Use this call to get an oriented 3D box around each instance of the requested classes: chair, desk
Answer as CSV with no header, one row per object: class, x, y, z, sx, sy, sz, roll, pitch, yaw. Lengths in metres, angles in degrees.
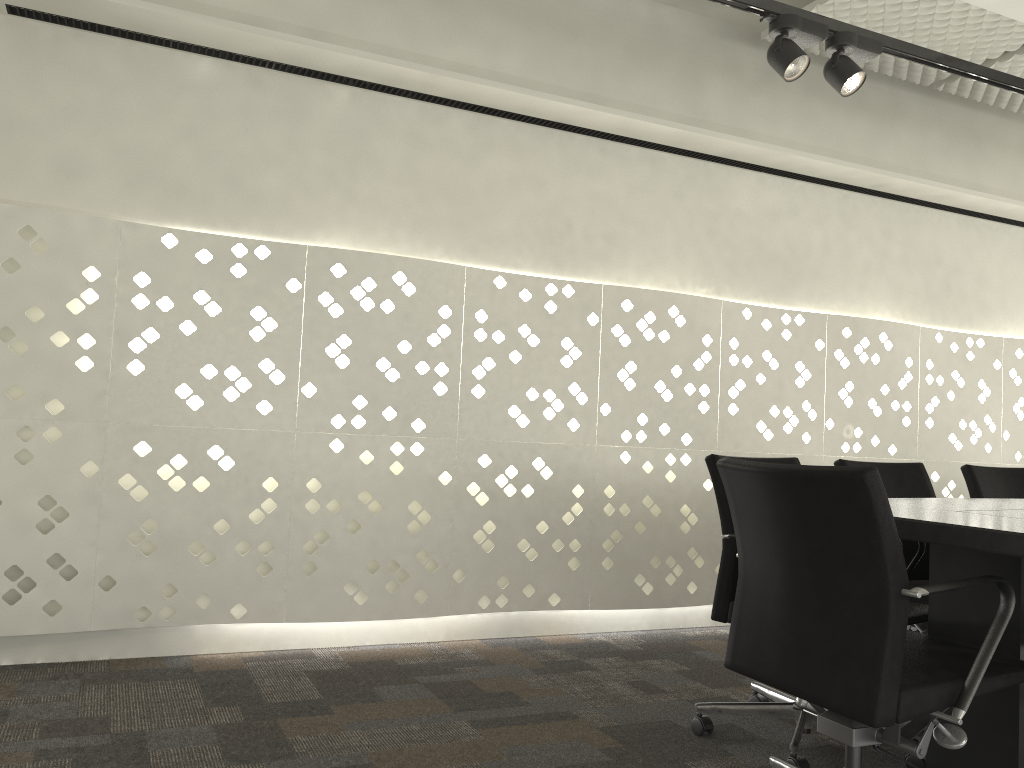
chair,0.825,0.582,2.389,0.559,0.757,0.579,5,-4,-35
desk,2.242,0.706,2.469,3.364,0.658,1.223,4,-4,-24
chair,0.700,0.540,1.792,0.579,0.757,0.559,4,-4,-20
chair,1.320,0.627,2.751,0.559,0.757,0.579,4,-4,-25
chair,1.913,0.677,3.109,0.559,0.757,0.579,4,-4,-20

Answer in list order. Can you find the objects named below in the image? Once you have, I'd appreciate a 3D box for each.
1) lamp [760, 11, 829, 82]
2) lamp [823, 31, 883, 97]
lamp,0.848,-1.015,2.661,0.213,0.224,0.126,4,-4,-21
lamp,1.051,-1.000,2.753,0.213,0.224,0.126,4,-4,-21
